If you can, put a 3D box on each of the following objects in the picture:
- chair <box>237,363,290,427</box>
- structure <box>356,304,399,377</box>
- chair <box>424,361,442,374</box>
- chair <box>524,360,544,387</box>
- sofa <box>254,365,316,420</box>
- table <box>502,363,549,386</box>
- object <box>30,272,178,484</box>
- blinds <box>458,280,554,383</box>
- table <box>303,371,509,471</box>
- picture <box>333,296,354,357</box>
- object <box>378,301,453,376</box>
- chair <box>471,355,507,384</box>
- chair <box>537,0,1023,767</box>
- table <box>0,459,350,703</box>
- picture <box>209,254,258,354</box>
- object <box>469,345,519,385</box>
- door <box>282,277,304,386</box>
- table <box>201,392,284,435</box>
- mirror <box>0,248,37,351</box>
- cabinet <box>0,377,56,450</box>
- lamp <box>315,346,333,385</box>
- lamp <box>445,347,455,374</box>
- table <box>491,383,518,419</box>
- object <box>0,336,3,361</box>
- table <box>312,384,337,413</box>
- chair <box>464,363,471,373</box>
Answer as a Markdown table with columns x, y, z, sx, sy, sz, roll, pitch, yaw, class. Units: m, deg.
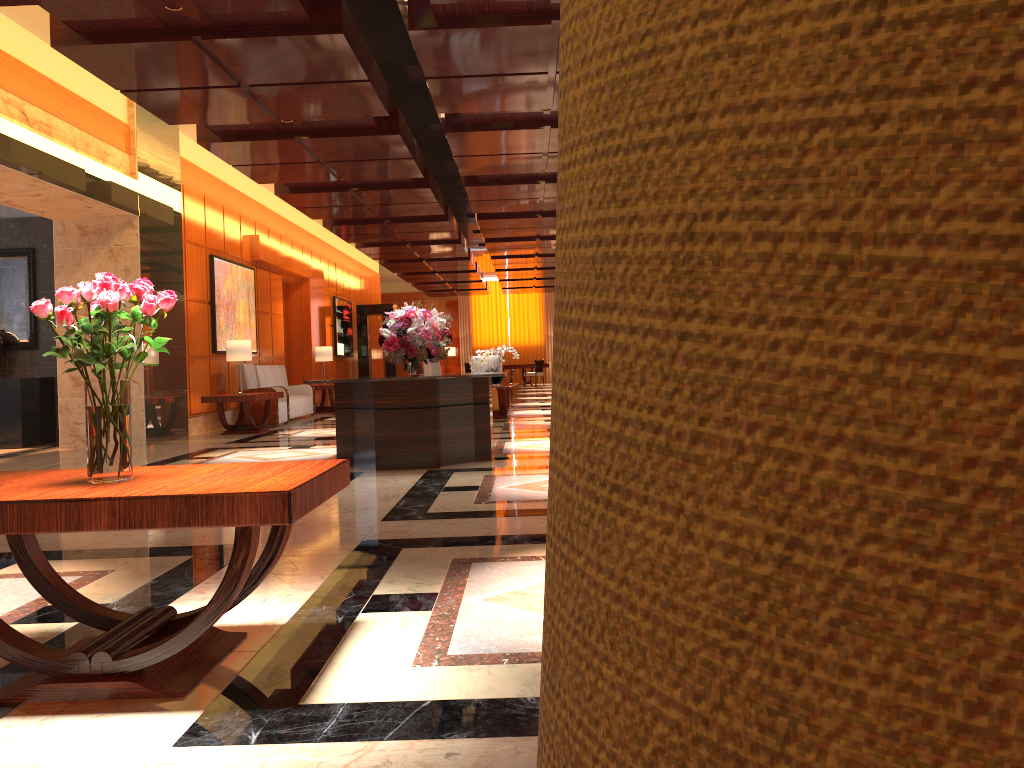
| x | y | z | sx | sy | sz | roll | pitch | yaw | class |
| --- | --- | --- | --- | --- | --- | --- | --- | --- | --- |
| -3.762 | 0.160 | 13.370 | 0.628 | 0.961 | 0.737 | -2 | 0 | 0 | chair |
| -3.553 | -0.854 | 23.511 | 0.985 | 2.499 | 0.500 | -2 | -1 | 1 | structure |
| -0.861 | 0.084 | 12.016 | 0.629 | 0.961 | 0.737 | -2 | 0 | -20 | chair |
| 0.775 | -0.354 | 29.355 | 0.576 | 0.894 | 0.585 | -2 | 0 | 44 | chair |
| -3.846 | 0.137 | 14.988 | 0.612 | 0.932 | 1.799 | -2 | 1 | 2 | sofa |
| 0.192 | -0.290 | 30.187 | 2.108 | 0.742 | 0.783 | -3 | 1 | -28 | table |
| -1.146 | -0.023 | 2.519 | 0.350 | 0.596 | 0.327 | -2 | 0 | 21 | object |
| -0.138 | -2.041 | 34.691 | 3.852 | 4.067 | 0.149 | -2 | -1 | 1 | blinds |
| -0.825 | 0.299 | 7.777 | 1.600 | 0.745 | 1.600 | -2 | 1 | 1 | table |
| -4.228 | -1.407 | 22.263 | 0.056 | 1.453 | 1.996 | -2 | 1 | 1 | picture |
| -0.852 | -0.404 | 7.807 | 0.650 | 0.659 | 0.680 | -2 | 0 | -8 | object |
| -0.511 | -0.001 | 14.992 | 0.737 | 0.961 | 0.629 | -2 | 0 | 20 | chair |
| 0.106 | 0.326 | 0.493 | 0.738 | 0.961 | 0.628 | -2 | 0 | -40 | chair |
| -1.109 | 0.541 | 2.540 | 1.167 | 0.534 | 0.725 | -2 | 1 | 1 | table |
| -4.374 | -1.202 | 14.004 | 0.056 | 1.453 | 1.996 | -2 | 1 | 1 | picture |
| -0.264 | -0.290 | 13.618 | 0.788 | 0.617 | 0.417 | -2 | 0 | -22 | object |
| -4.541 | -0.752 | 17.675 | 0.340 | 2.653 | 1.499 | -2 | 0 | 1 | door |
| -3.672 | 0.405 | 12.180 | 0.725 | 0.534 | 1.168 | -2 | 1 | 4 | table |
| -7.130 | -1.085 | 11.622 | 1.766 | 1.339 | 0.029 | -2 | -1 | 1 | mirror |
| -7.081 | 0.391 | 11.233 | 2.190 | 0.868 | 0.783 | -2 | 0 | 1 | cabinet |
| 0.413 | -0.384 | 12.197 | 0.335 | 0.735 | 12.988 | -2 | 1 | -40 | lamp |
| -2.569 | -0.727 | 34.082 | 0.810 | 1.662 | 0.811 | -3 | -1 | 41 | lamp |
| -0.302 | 0.271 | 13.492 | 0.722 | 0.496 | 1.560 | -2 | 1 | 4 | table |
| -7.017 | -0.376 | 11.368 | 0.861 | 0.652 | 0.520 | -2 | 0 | 0 | object |
| -3.584 | 0.281 | 17.189 | 0.725 | 0.534 | 1.168 | -2 | 1 | 4 | table |
| -1.303 | -0.292 | 30.049 | 0.576 | 0.894 | 0.585 | -2 | 0 | 39 | chair |
